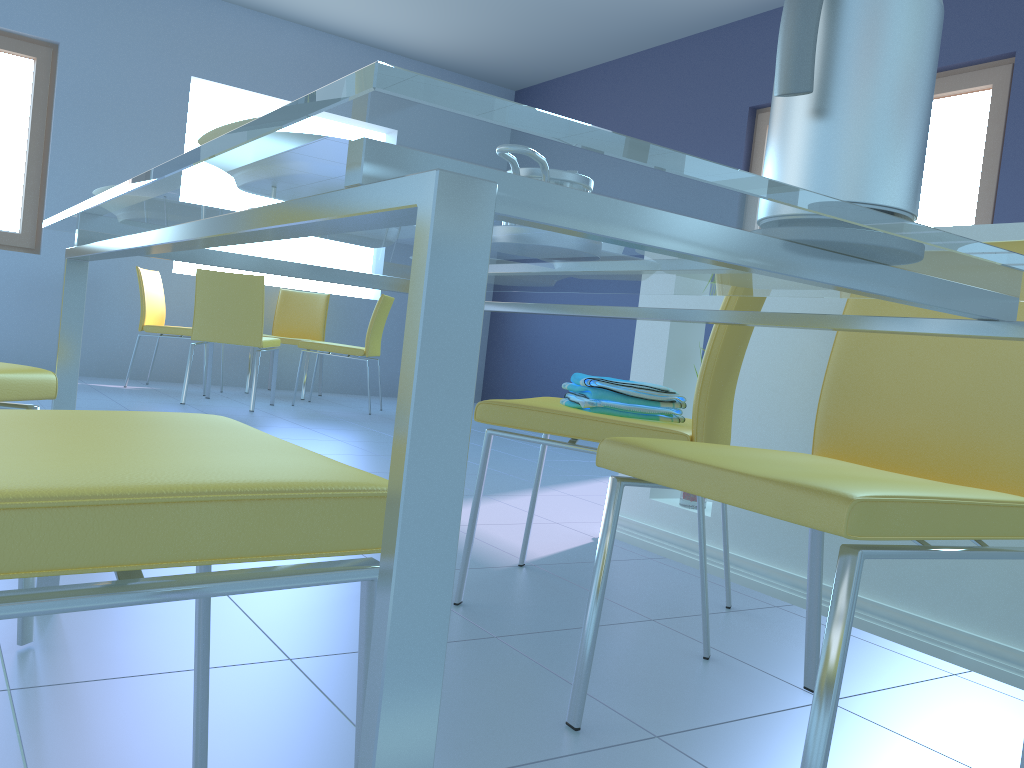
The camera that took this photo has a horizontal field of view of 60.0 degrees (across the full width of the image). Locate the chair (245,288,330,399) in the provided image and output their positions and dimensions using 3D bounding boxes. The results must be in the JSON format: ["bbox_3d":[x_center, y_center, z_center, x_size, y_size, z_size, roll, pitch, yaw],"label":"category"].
[{"bbox_3d":[-1.454,-0.279,5.834,0.387,0.695,0.484,6,2,2],"label":"chair"}]

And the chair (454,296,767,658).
[{"bbox_3d":[0.222,0.082,1.703,0.484,0.695,0.387,7,3,19],"label":"chair"}]

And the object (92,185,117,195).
[{"bbox_3d":[-0.394,-0.212,1.107,0.228,0.020,0.228,5,3,-37],"label":"object"}]

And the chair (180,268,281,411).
[{"bbox_3d":[-1.485,-0.237,4.753,0.387,0.695,0.484,6,2,-3],"label":"chair"}]

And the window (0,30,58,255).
[{"bbox_3d":[-3.404,-1.460,4.939,1.475,1.263,0.142,5,3,-34],"label":"window"}]

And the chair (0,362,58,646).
[{"bbox_3d":[-0.897,-0.017,1.079,0.484,0.695,0.387,7,2,14],"label":"chair"}]

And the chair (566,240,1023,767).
[{"bbox_3d":[0.412,0.129,1.102,0.484,0.695,0.387,5,3,-32],"label":"chair"}]

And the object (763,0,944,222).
[{"bbox_3d":[0.262,-0.222,0.681,0.132,0.222,0.146,7,2,8],"label":"object"}]

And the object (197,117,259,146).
[{"bbox_3d":[-0.119,-0.164,0.695,0.228,0.020,0.228,5,3,-37],"label":"object"}]

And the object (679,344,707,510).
[{"bbox_3d":[0.478,0.101,2.232,0.067,0.423,0.229,6,2,-3],"label":"object"}]

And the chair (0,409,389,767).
[{"bbox_3d":[-0.364,0.062,0.606,0.484,0.695,0.387,5,3,-37],"label":"chair"}]

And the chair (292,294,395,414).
[{"bbox_3d":[-0.989,-0.203,5.299,0.484,0.699,0.387,6,2,2],"label":"chair"}]

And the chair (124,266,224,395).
[{"bbox_3d":[-1.985,-0.315,5.282,0.484,0.695,0.387,6,2,-3],"label":"chair"}]

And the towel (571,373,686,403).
[{"bbox_3d":[0.215,0.006,1.695,0.195,0.033,0.190,6,2,-8],"label":"towel"}]

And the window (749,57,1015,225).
[{"bbox_3d":[1.729,-0.863,4.462,0.142,1.263,1.475,5,3,-34],"label":"window"}]

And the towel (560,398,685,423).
[{"bbox_3d":[0.208,0.051,1.703,0.195,0.024,0.201,6,2,-15],"label":"towel"}]

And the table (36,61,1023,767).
[{"bbox_3d":[-0.111,0.130,1.062,0.730,0.590,1.173,5,3,-34],"label":"table"}]

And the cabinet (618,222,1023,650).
[{"bbox_3d":[1.722,0.180,2.268,2.200,0.800,2.139,5,3,-34],"label":"cabinet"}]

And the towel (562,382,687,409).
[{"bbox_3d":[0.211,0.022,1.699,0.195,0.027,0.192,6,2,-13],"label":"towel"}]

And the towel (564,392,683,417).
[{"bbox_3d":[0.206,0.037,1.698,0.195,0.024,0.201,6,2,-9],"label":"towel"}]
